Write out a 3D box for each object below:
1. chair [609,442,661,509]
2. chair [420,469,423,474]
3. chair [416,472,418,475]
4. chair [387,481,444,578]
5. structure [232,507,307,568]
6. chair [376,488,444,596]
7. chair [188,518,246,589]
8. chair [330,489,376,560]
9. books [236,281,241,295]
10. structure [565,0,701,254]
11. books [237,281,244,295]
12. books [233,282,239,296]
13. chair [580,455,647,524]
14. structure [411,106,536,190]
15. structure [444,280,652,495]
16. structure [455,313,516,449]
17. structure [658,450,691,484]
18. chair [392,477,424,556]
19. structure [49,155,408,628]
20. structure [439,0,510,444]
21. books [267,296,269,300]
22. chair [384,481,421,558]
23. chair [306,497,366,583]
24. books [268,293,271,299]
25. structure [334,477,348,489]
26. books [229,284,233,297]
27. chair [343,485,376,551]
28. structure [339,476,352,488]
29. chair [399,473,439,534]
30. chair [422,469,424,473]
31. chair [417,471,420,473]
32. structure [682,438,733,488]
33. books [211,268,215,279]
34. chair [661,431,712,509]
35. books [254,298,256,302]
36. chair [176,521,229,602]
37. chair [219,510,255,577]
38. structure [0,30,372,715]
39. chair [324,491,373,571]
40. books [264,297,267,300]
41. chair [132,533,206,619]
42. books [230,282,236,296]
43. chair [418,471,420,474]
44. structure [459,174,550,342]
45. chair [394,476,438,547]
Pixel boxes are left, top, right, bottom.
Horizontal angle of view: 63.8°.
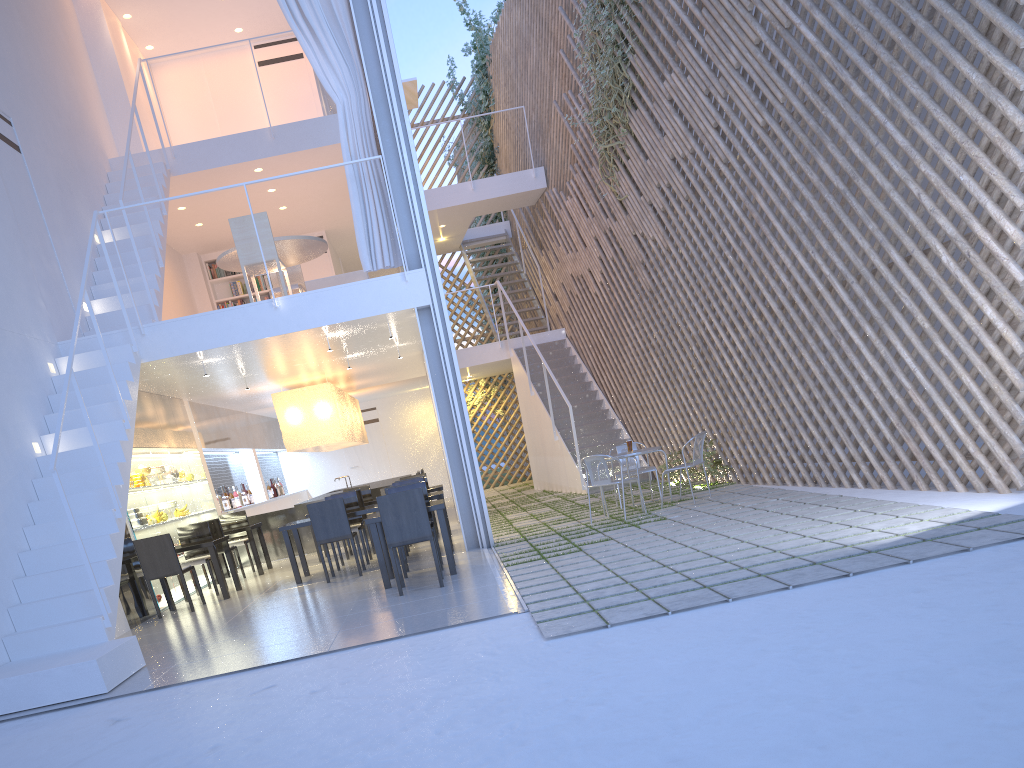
[{"bbox_3d":[0.741,0.549,5.033,0.262,0.405,0.230,-12,11,-3],"label":"chair"},{"bbox_3d":[-0.901,1.024,7.568,0.239,0.467,0.176,-12,14,-6],"label":"chair"},{"bbox_3d":[-0.828,0.948,6.601,0.240,0.467,0.175,-11,14,-1],"label":"chair"},{"bbox_3d":[-0.472,0.709,4.001,0.192,0.467,0.220,-12,13,-4],"label":"chair"},{"bbox_3d":[-1.873,1.168,6.235,0.555,0.395,0.011,-11,16,-1],"label":"structure"},{"bbox_3d":[-0.430,0.670,3.522,0.192,0.467,0.220,-12,13,-4],"label":"chair"},{"bbox_3d":[-1.898,1.088,5.320,0.192,0.467,0.220,-12,13,-4],"label":"chair"},{"bbox_3d":[-1.019,0.908,5.356,0.192,0.467,0.220,-12,13,-4],"label":"chair"},{"bbox_3d":[-2.334,-0.181,6.035,0.037,1.719,3.386,-10,1,0],"label":"books"},{"bbox_3d":[0.750,-2.411,5.020,0.730,2.892,2.245,-14,9,-14],"label":"structure"},{"bbox_3d":[-2.340,-0.159,6.047,0.030,1.755,3.375,-10,1,1],"label":"books"},{"bbox_3d":[-2.341,-0.162,6.029,0.039,1.749,3.408,-11,1,-1],"label":"books"},{"bbox_3d":[0.534,0.556,4.467,0.263,0.405,0.229,-2,15,40],"label":"chair"},{"bbox_3d":[-0.401,-2.019,7.248,1.138,0.608,0.025,-11,16,-1],"label":"structure"},{"bbox_3d":[0.165,-0.012,7.036,1.169,2.082,1.868,-13,8,-11],"label":"structure"},{"bbox_3d":[-0.349,0.239,9.662,1.143,2.129,0.266,-11,16,-2],"label":"structure"},{"bbox_3d":[1.165,0.590,5.851,0.268,0.277,0.245,-11,8,4],"label":"structure"},{"bbox_3d":[-0.575,0.786,4.872,0.192,0.467,0.220,-12,13,-4],"label":"chair"},{"bbox_3d":[-1.059,-0.086,3.460,1.363,1.905,1.350,-12,10,-4],"label":"structure"},{"bbox_3d":[-0.211,-1.499,9.978,1.110,4.810,3.099,-13,10,-7],"label":"structure"},{"bbox_3d":[-2.205,-0.727,7.506,0.015,0.134,0.083,-12,11,-6],"label":"books"},{"bbox_3d":[-0.536,0.749,4.425,0.192,0.467,0.220,-12,13,-4],"label":"chair"},{"bbox_3d":[-0.937,0.832,4.417,0.192,0.467,0.220,-12,13,-4],"label":"chair"},{"bbox_3d":[-2.193,-0.744,7.503,0.015,0.162,0.081,-12,12,-6],"label":"books"},{"bbox_3d":[-1.599,0.935,7.703,0.112,0.132,0.032,-11,15,-2],"label":"structure"},{"bbox_3d":[-2.380,-0.162,6.039,0.080,1.725,3.385,-11,1,-2],"label":"books"},{"bbox_3d":[-1.058,0.945,5.803,0.192,0.467,0.220,-12,13,-4],"label":"chair"},{"bbox_3d":[-1.628,0.961,8.026,0.112,0.132,0.032,-11,15,-2],"label":"structure"},{"bbox_3d":[-0.657,0.862,5.810,0.192,0.467,0.220,-12,13,-4],"label":"chair"},{"bbox_3d":[-0.926,1.049,7.891,0.240,0.467,0.175,-11,14,-1],"label":"chair"},{"bbox_3d":[-0.891,1.001,7.246,0.238,0.467,0.177,-12,14,-8],"label":"chair"},{"bbox_3d":[1.232,0.502,5.224,0.288,0.344,0.305,-14,8,-18],"label":"structure"},{"bbox_3d":[-2.684,-0.981,7.411,0.021,0.105,0.058,-12,12,-5],"label":"books"},{"bbox_3d":[0.969,0.471,4.554,0.251,0.405,0.240,-3,14,36],"label":"chair"},{"bbox_3d":[-2.320,-0.705,7.500,0.007,0.137,0.089,-12,10,-6],"label":"books"},{"bbox_3d":[-1.857,1.051,4.861,0.192,0.467,0.220,-12,13,-4],"label":"chair"},{"bbox_3d":[-1.940,1.127,5.799,0.192,0.467,0.220,-12,13,-4],"label":"chair"},{"bbox_3d":[-1.410,-0.598,3.979,1.725,3.514,3.458,-12,7,-5],"label":"structure"},{"bbox_3d":[-0.976,0.868,4.864,0.192,0.467,0.220,-12,13,-4],"label":"chair"},{"bbox_3d":[-2.223,-0.722,7.505,0.021,0.131,0.086,-12,10,-6],"label":"books"},{"bbox_3d":[-1.815,1.012,4.381,0.192,0.467,0.220,-12,13,-4],"label":"chair"},{"bbox_3d":[-2.346,-0.176,6.050,0.027,1.715,3.355,-11,1,-2],"label":"books"},{"bbox_3d":[-0.852,0.973,6.924,0.239,0.467,0.176,-12,14,-5],"label":"chair"},{"bbox_3d":[-0.153,-1.310,8.503,0.530,2.005,1.184,-13,11,-11],"label":"structure"},{"bbox_3d":[-0.618,0.826,5.363,0.192,0.467,0.220,-12,13,-4],"label":"chair"}]
